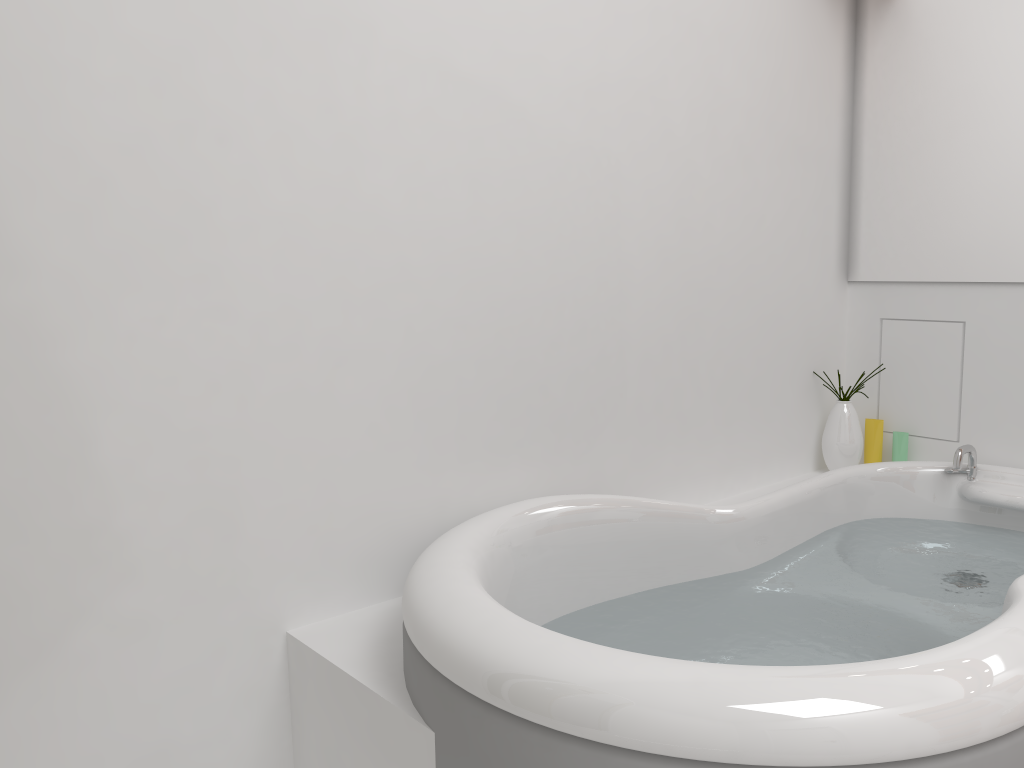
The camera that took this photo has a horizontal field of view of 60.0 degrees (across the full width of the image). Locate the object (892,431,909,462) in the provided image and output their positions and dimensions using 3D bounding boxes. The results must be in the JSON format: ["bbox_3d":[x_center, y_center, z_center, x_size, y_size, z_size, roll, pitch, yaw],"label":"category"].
[{"bbox_3d":[1.114,0.203,2.547,0.038,0.133,0.038,-2,8,-6],"label":"object"}]

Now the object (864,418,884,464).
[{"bbox_3d":[1.062,0.183,2.606,0.047,0.162,0.047,-3,8,-13],"label":"object"}]

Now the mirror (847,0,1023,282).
[{"bbox_3d":[1.819,-0.626,1.614,0.022,0.887,2.600,-8,10,-39],"label":"mirror"}]

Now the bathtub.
[{"bbox_3d":[0.645,0.555,1.772,1.863,0.674,1.055,-8,10,-39],"label":"bathtub"}]

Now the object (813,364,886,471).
[{"bbox_3d":[0.965,0.108,2.541,0.215,0.326,0.154,-2,8,-9],"label":"object"}]
